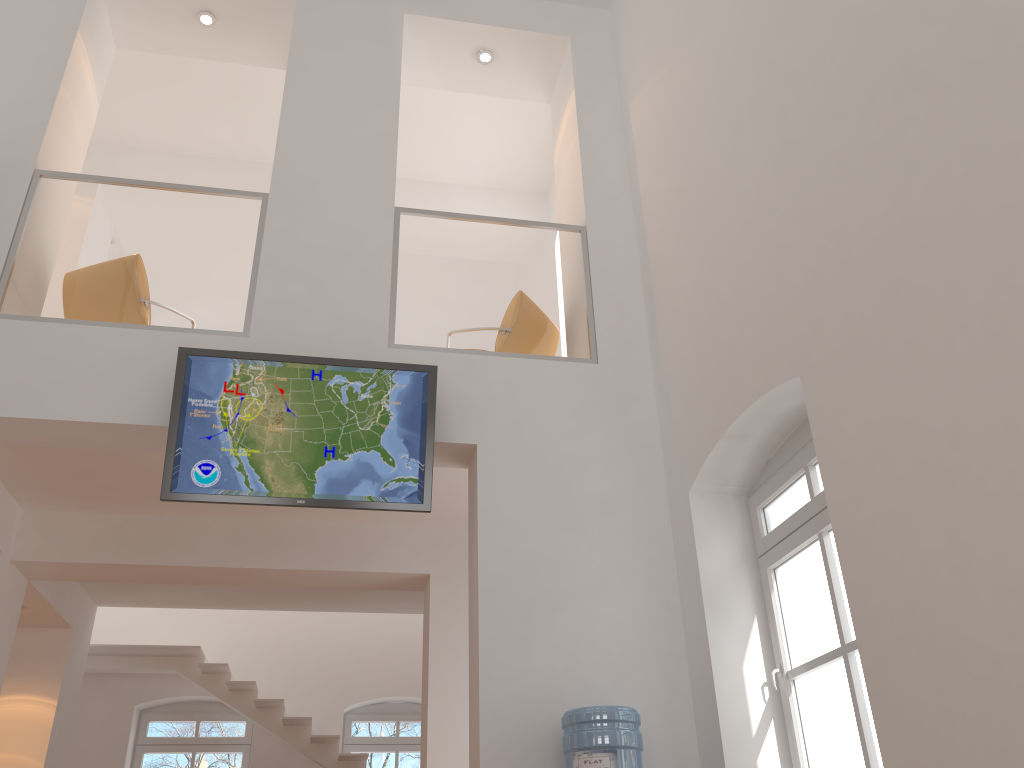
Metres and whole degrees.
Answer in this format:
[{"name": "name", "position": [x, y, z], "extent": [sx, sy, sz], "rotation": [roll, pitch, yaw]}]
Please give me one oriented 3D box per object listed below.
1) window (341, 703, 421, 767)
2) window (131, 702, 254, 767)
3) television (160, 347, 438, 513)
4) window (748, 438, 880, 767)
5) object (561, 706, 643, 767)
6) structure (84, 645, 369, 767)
[{"name": "window", "position": [-1.354, 4.617, 10.316], "extent": [1.308, 1.737, 0.142], "rotation": [4, -30, -10]}, {"name": "window", "position": [-3.605, 4.458, 9.910], "extent": [1.308, 1.737, 0.142], "rotation": [4, -30, -10]}, {"name": "television", "position": [-1.112, 0.251, 4.777], "extent": [1.388, 0.803, 0.266], "rotation": [4, -30, -10]}, {"name": "window", "position": [1.450, 1.017, 3.954], "extent": [0.142, 1.627, 1.302], "rotation": [4, -30, -10]}, {"name": "object", "position": [0.442, 2.215, 3.872], "extent": [0.436, 1.490, 0.436], "rotation": [12, -32, -23]}, {"name": "structure", "position": [-2.213, 3.824, 8.147], "extent": [4.630, 3.042, 3.450], "rotation": [4, -30, -10]}]
